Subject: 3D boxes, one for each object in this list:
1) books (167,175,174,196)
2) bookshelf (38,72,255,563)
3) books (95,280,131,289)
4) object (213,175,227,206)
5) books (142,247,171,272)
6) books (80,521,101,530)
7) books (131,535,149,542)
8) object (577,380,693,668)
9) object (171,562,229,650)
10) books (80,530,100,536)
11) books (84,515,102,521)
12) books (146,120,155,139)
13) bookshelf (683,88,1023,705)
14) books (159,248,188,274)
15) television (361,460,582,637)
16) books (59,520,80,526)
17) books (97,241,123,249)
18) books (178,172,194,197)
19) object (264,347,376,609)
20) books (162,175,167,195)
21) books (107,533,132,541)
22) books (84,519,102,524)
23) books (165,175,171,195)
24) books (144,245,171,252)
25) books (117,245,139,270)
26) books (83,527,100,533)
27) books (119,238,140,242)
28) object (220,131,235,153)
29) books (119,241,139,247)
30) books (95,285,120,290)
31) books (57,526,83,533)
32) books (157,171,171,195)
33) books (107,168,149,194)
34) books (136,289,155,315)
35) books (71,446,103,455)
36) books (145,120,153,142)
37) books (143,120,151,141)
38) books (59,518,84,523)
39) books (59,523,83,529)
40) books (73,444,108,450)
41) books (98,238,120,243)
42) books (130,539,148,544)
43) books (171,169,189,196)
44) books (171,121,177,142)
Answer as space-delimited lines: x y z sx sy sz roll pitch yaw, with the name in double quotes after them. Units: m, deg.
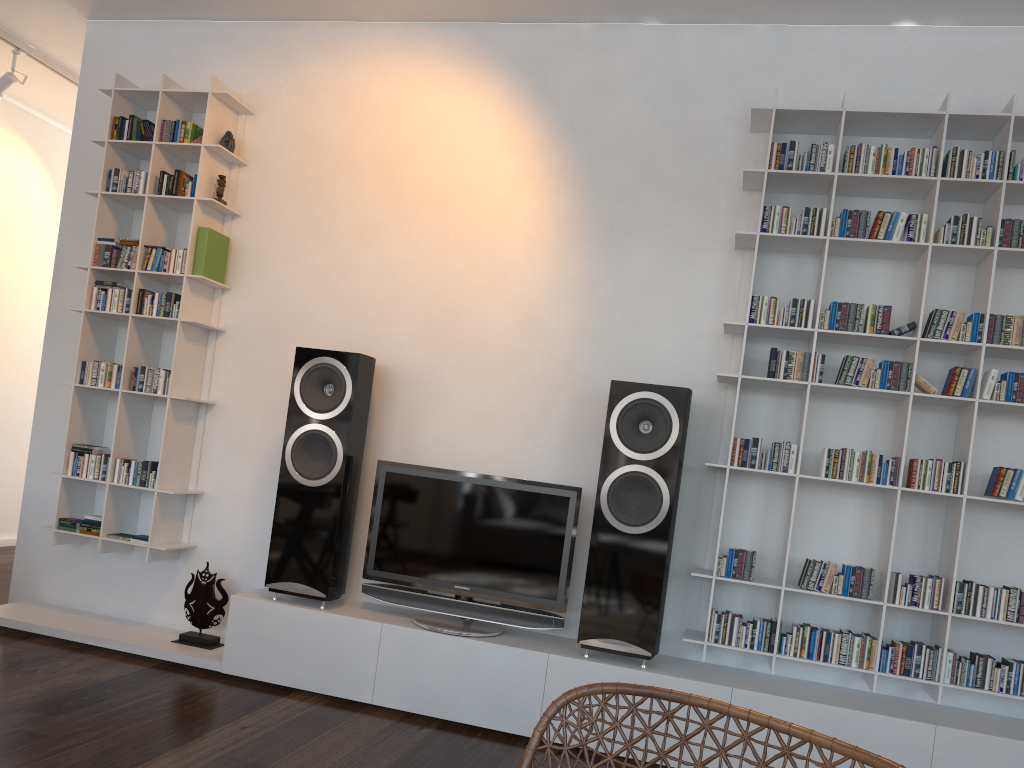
-1.446 -0.842 3.798 0.020 0.093 0.070 7 -2 15 "books"
-1.601 -0.291 3.887 0.638 2.071 0.227 7 -1 14 "bookshelf"
-1.760 -0.433 3.904 0.111 0.022 0.096 6 -5 14 "books"
-1.259 -0.837 3.826 0.045 0.140 0.064 7 -1 6 "object"
-1.531 -0.527 3.822 0.087 0.107 0.096 7 -2 14 "books"
-1.798 0.612 3.824 0.107 0.023 0.069 6 -5 14 "books"
-1.563 0.659 3.775 0.093 0.014 0.070 6 -5 20 "books"
0.456 0.511 3.267 0.294 1.001 0.281 7 -1 14 "object"
-1.296 0.922 3.727 0.212 0.350 0.122 7 -1 14 "object"
-1.801 0.646 3.828 0.107 0.016 0.069 6 -5 14 "books"
-1.786 0.580 3.825 0.092 0.014 0.070 6 -5 14 "books"
-1.547 -1.084 3.835 0.057 0.098 0.069 7 -2 14 "books"
1.769 0.079 3.038 2.080 2.071 0.227 7 -1 14 "bookshelf"
-1.422 -0.518 3.805 0.136 0.112 0.123 7 -3 14 "books"
-0.166 0.644 3.427 0.785 0.599 0.347 5 -2 33 "television"
-1.911 0.604 3.853 0.092 0.015 0.070 6 -5 14 "books"
-1.757 -0.609 3.879 0.092 0.014 0.070 6 -5 14 "books"
-1.398 -0.844 3.790 0.016 0.107 0.069 7 -2 15 "books"
-0.750 0.378 3.571 0.294 1.001 0.281 7 -1 14 "object"
-1.475 -0.844 3.807 0.014 0.092 0.070 7 -2 15 "books"
-1.673 0.662 3.829 0.111 0.012 0.093 6 -5 14 "books"
-1.787 0.594 3.824 0.092 0.014 0.070 6 -5 14 "books"
-1.462 -0.842 3.803 0.014 0.092 0.070 7 -2 15 "books"
-1.519 -0.583 3.815 0.107 0.008 0.069 6 -5 14 "books"
-1.642 -0.539 3.853 0.114 0.107 0.096 7 -3 14 "books"
-1.793 0.631 3.823 0.092 0.014 0.070 6 -5 14 "books"
-1.630 -0.615 3.847 0.111 0.014 0.093 6 -5 14 "books"
-1.231 -1.045 3.831 0.064 0.101 0.060 8 -2 -9 "object"
-1.635 -0.601 3.838 0.107 0.018 0.069 6 -5 14 "books"
-1.761 -0.418 3.900 0.111 0.012 0.093 6 -5 14 "books"
-1.913 0.632 3.853 0.098 0.015 0.075 6 -5 14 "books"
-1.492 -0.854 3.809 0.023 0.107 0.069 7 -2 14 "books"
-1.649 -0.872 3.879 0.221 0.112 0.109 6 -3 14 "books"
-1.588 -0.348 3.830 0.029 0.115 0.074 7 -2 14 "books"
-1.859 0.293 3.872 0.107 0.023 0.069 6 -5 14 "books"
-1.555 -1.085 3.837 0.057 0.098 0.069 7 -2 14 "books"
-1.564 -1.086 3.839 0.057 0.098 0.069 7 -2 14 "books"
-1.905 0.595 3.854 0.107 0.009 0.069 6 -5 14 "books"
-1.911 0.618 3.854 0.092 0.014 0.070 6 -5 14 "books"
-1.851 0.277 3.889 0.111 0.012 0.093 6 -5 14 "books"
-1.752 -0.623 3.875 0.093 0.014 0.070 6 -5 20 "books"
-1.568 0.672 3.779 0.092 0.014 0.070 6 -5 14 "books"
-1.421 -0.851 3.794 0.029 0.115 0.074 7 -2 14 "books"
-1.446 -1.072 3.822 0.012 0.107 0.069 7 -2 15 "books"
